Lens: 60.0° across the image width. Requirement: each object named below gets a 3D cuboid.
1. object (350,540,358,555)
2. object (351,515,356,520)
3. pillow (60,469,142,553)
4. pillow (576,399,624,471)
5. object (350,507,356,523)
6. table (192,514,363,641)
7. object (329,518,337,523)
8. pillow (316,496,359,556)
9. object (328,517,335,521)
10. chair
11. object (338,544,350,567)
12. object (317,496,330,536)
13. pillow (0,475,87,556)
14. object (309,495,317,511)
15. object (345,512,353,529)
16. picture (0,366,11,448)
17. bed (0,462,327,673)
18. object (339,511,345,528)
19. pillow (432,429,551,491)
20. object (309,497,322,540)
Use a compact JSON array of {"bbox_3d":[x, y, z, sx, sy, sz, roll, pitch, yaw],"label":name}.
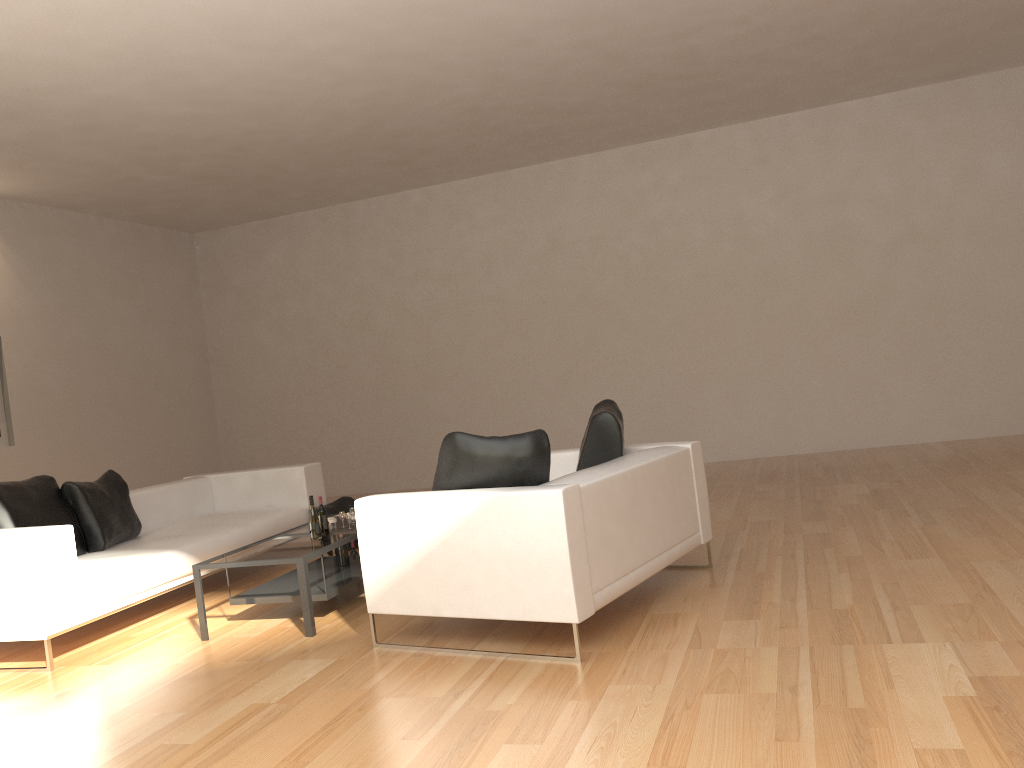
[{"bbox_3d":[-1.123,1.237,6.321,0.059,0.244,0.059,-7,0,-6],"label":"object"},{"bbox_3d":[-1.059,0.898,5.977,0.052,0.021,0.052,-7,0,40],"label":"object"},{"bbox_3d":[-2.844,0.876,6.160,0.270,0.524,0.628,-7,0,1],"label":"pillow"},{"bbox_3d":[0.505,0.433,5.110,0.324,0.666,0.506,-7,0,8],"label":"pillow"},{"bbox_3d":[-1.047,0.864,5.844,0.039,0.101,0.039,-7,0,-24],"label":"object"},{"bbox_3d":[-1.188,1.166,5.591,0.709,0.460,1.566,-7,0,18],"label":"table"},{"bbox_3d":[-1.201,0.916,5.942,0.052,0.021,0.052,-7,0,-5],"label":"object"},{"bbox_3d":[-1.437,1.194,7.419,0.340,0.457,0.503,-7,0,36],"label":"pillow"},{"bbox_3d":[-1.232,0.919,6.032,0.052,0.021,0.052,-7,0,-5],"label":"object"},{"bbox_3d":[0.174,0.816,4.788,1.262,0.761,1.671,-7,0,33],"label":"chair"},{"bbox_3d":[-1.099,1.079,5.768,0.065,0.217,0.065,-7,0,0],"label":"object"},{"bbox_3d":[-1.170,0.814,5.470,0.059,0.244,0.059,-7,0,18],"label":"object"},{"bbox_3d":[-3.022,0.877,5.534,0.346,0.666,0.755,-7,0,3],"label":"pillow"},{"bbox_3d":[-1.241,0.822,5.548,0.057,0.248,0.057,-7,0,35],"label":"object"},{"bbox_3d":[-1.028,0.863,5.593,0.039,0.101,0.039,-7,0,-30],"label":"object"},{"bbox_3d":[-5.278,0.097,8.644,0.005,1.155,0.802,-7,0,18],"label":"picture"},{"bbox_3d":[-2.583,1.157,6.317,1.262,0.761,3.075,-7,0,18],"label":"bed"},{"bbox_3d":[-1.088,0.870,5.696,0.039,0.101,0.039,-7,0,-24],"label":"object"},{"bbox_3d":[-0.112,0.508,4.302,0.660,0.598,0.291,-7,0,7],"label":"pillow"},{"bbox_3d":[-1.198,0.811,5.361,0.067,0.257,0.068,-7,0,36],"label":"object"}]
